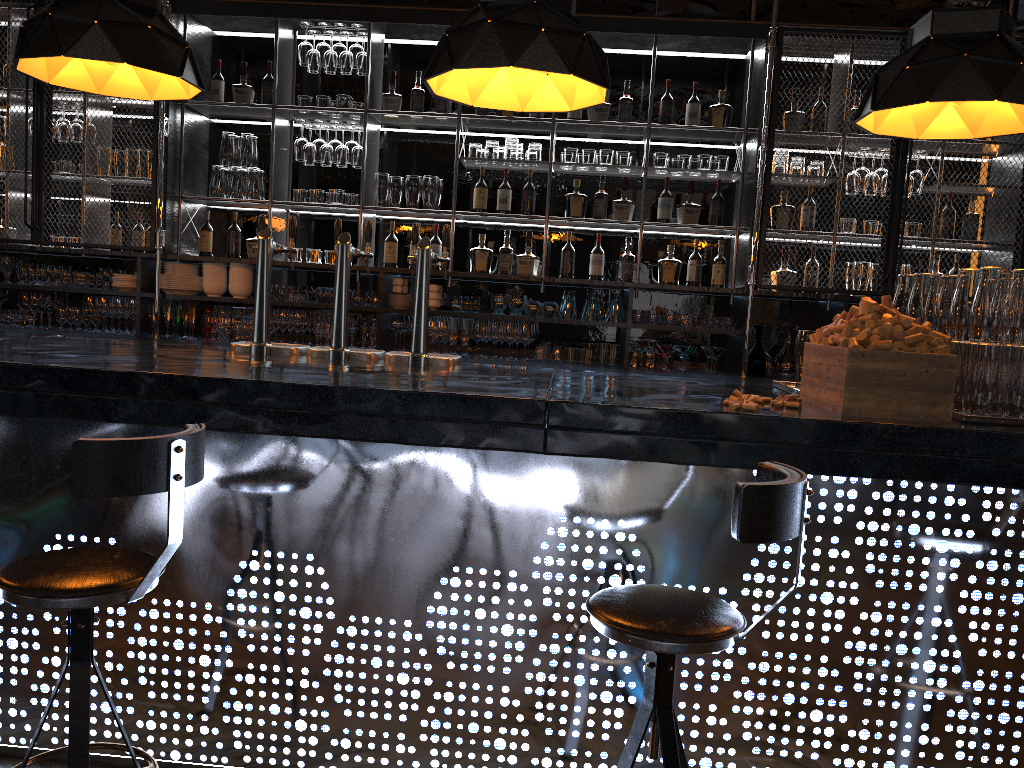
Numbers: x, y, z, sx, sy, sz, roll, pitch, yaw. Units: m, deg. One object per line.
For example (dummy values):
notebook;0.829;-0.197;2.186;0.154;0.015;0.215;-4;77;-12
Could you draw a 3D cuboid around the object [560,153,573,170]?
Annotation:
object;0.342;-1.387;5.521;0.089;0.092;0.089;-1;7;-44

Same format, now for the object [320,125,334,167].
object;-1.165;-1.498;5.586;0.092;0.244;0.092;0;6;-36

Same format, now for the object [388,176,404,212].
object;-0.731;-1.190;5.562;0.105;0.209;0.105;-1;7;-41

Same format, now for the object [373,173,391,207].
object;-0.801;-1.184;5.451;0.105;0.209;0.105;-1;7;-41

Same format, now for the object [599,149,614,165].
object;0.567;-1.356;5.331;0.089;0.092;0.089;0;6;-33

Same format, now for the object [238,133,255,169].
object;-1.659;-1.457;5.548;0.105;0.209;0.105;-1;7;-41

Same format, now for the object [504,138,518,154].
object;-0.002;-1.446;5.405;0.089;0.092;0.089;4;5;-1

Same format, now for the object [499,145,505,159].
object;-0.079;-1.434;5.532;0.089;0.092;0.089;6;6;29

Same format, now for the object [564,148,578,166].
object;0.354;-1.371;5.357;0.089;0.092;0.089;1;6;-25

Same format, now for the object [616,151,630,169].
object;0.668;-1.352;5.359;0.089;0.092;0.089;-1;7;-42

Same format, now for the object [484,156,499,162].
object;-0.123;-1.403;5.379;0.089;0.092;0.089;1;6;-25

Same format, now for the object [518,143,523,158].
object;0.029;-1.457;5.547;0.089;0.092;0.089;6;6;29

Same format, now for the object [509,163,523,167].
object;0.026;-1.409;5.551;0.089;0.092;0.089;6;6;29

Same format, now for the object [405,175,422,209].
object;-0.609;-1.174;5.466;0.105;0.209;0.105;-1;7;-41

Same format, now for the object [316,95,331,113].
object;-1.166;-1.722;5.468;0.089;0.092;0.089;1;6;-28

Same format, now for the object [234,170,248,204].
object;-1.727;-1.262;5.671;0.105;0.209;0.105;-1;7;-41

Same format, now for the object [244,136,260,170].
object;-1.657;-1.465;5.638;0.105;0.209;0.105;-1;7;-41

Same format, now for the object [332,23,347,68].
object;-1.041;-2.047;5.365;0.092;0.244;0.092;0;6;-36

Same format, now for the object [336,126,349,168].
object;-1.066;-1.491;5.580;0.092;0.244;0.092;0;6;-36

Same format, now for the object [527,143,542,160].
object;0.138;-1.406;5.369;0.089;0.092;0.089;3;5;-6

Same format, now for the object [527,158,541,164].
object;0.137;-1.386;5.371;0.089;0.092;0.089;6;6;29

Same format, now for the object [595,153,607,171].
object;0.555;-1.369;5.476;0.089;0.092;0.089;4;5;3

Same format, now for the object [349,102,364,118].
object;-0.983;-1.721;5.591;0.089;0.092;0.089;1;6;-28

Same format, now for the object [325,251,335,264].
object;-1.137;-0.791;5.593;0.089;0.092;0.089;5;5;14

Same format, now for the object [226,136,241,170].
object;-1.773;-1.474;5.657;0.105;0.209;0.105;-1;7;-41

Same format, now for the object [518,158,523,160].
object;0.028;-1.431;5.549;0.089;0.092;0.089;6;6;29

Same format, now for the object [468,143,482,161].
object;-0.222;-1.410;5.391;0.089;0.092;0.089;6;6;29

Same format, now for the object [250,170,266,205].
object;-1.619;-1.254;5.654;0.105;0.209;0.105;-1;7;-41

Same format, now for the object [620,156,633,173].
object;0.701;-1.362;5.496;0.089;0.092;0.089;2;6;-22

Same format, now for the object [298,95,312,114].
object;-1.285;-1.732;5.499;0.089;0.092;0.089;1;6;-28

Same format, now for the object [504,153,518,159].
object;-0.004;-1.420;5.407;0.089;0.092;0.089;3;5;-7

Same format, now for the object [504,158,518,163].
object;-0.005;-1.398;5.409;0.089;0.092;0.089;3;5;-7

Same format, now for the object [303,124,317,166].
object;-1.274;-1.505;5.592;0.092;0.244;0.092;0;6;-36

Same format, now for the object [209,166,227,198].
object;-1.845;-1.260;5.569;0.105;0.209;0.105;-1;7;-41

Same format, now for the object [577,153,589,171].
object;0.443;-1.380;5.521;0.089;0.092;0.089;8;7;43

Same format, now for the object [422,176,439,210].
object;-0.503;-1.164;5.436;0.105;0.209;0.105;-1;7;-41

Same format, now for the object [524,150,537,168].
object;0.123;-1.399;5.511;0.089;0.092;0.089;3;5;-7

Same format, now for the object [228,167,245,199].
object;-1.727;-1.252;5.562;0.105;0.209;0.105;-1;7;-41

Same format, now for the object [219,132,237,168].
object;-1.775;-1.464;5.546;0.105;0.209;0.105;-1;7;-41

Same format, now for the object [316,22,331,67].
object;-1.140;-2.053;5.371;0.092;0.244;0.092;0;6;-36

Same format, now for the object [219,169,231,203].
object;-1.848;-1.271;5.686;0.105;0.209;0.105;-1;7;-41

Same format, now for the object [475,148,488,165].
object;-0.188;-1.423;5.552;0.089;0.092;0.089;1;6;-25

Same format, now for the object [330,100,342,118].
object;-1.108;-1.729;5.587;0.089;0.092;0.089;5;5;14

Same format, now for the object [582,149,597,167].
object;0.464;-1.365;5.362;0.089;0.092;0.089;0;6;-33

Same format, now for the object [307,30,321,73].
object;-1.238;-2.075;5.541;0.092;0.244;0.092;0;6;-36

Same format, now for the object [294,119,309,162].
object;-1.285;-1.491;5.429;0.092;0.244;0.092;0;6;-36

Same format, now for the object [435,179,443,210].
object;-0.484;-1.173;5.542;0.105;0.209;0.105;-1;7;-41

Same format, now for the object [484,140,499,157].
object;-0.121;-1.423;5.377;0.089;0.092;0.089;-1;7;-44

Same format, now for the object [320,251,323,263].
object;-1.261;-0.807;5.686;0.089;0.092;0.089;1;6;-25

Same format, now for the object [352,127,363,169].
object;-0.963;-1.484;5.573;0.092;0.244;0.092;0;6;-36

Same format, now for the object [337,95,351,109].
object;-1.026;-1.708;5.410;0.089;0.092;0.089;1;6;-28

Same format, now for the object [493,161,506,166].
object;-0.080;-1.414;5.533;0.089;0.092;0.089;6;6;29

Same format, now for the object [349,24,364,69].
object;-0.938;-2.040;5.358;0.092;0.244;0.092;0;6;-36

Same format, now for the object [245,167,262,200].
object;-1.613;-1.243;5.543;0.105;0.209;0.105;-1;7;-41
